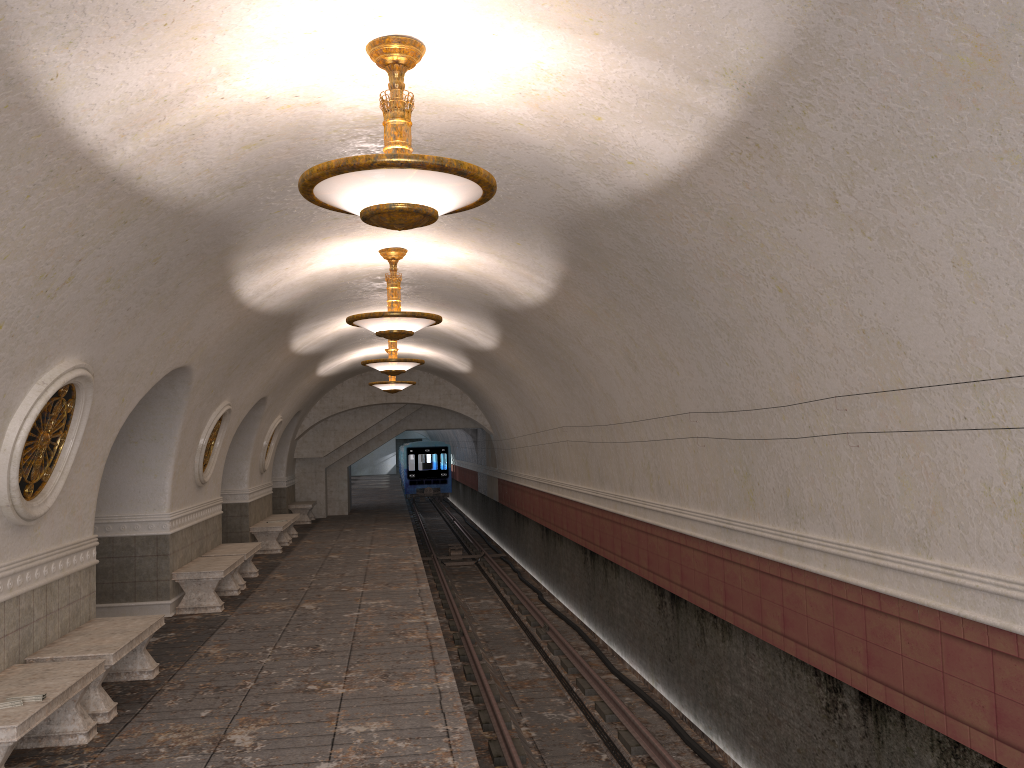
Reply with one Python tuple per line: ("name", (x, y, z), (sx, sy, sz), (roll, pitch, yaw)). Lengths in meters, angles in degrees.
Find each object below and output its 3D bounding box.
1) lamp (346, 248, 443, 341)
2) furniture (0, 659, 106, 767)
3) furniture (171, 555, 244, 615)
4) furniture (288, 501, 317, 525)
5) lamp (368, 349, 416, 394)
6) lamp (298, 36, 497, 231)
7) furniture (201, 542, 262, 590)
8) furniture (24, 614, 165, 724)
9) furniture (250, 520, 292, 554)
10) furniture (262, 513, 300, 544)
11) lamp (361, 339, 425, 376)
("lamp", (-1.244, -0.930, 9.349), (1.008, 0.955, 1.008), (-2, -4, 8))
("furniture", (-3.072, 2.155, 5.481), (0.613, 0.508, 1.509), (-1, -4, -8))
("furniture", (-3.889, 2.569, 11.432), (0.613, 0.508, 1.509), (-1, -4, -8))
("furniture", (-5.552, 3.413, 23.554), (0.613, 0.508, 1.509), (-1, -4, -8))
("lamp", (-2.554, -0.265, 18.895), (1.008, 0.955, 1.008), (-5, -5, 38))
("lamp", (-0.589, -1.262, 4.575), (1.008, 0.955, 1.008), (0, -4, -24))
("furniture", (-4.117, 2.685, 13.094), (0.613, 0.508, 1.509), (-1, -4, -8))
("furniture", (-3.300, 2.271, 7.143), (0.613, 0.508, 1.509), (-1, -4, -8))
("furniture", (-4.697, 2.979, 17.325), (0.613, 0.508, 1.509), (-1, -4, -8))
("furniture", (-4.925, 3.095, 18.987), (0.613, 0.508, 1.509), (-1, -4, -8))
("lamp", (-1.899, -0.598, 14.121), (1.008, 0.955, 1.008), (-2, -4, 8))
